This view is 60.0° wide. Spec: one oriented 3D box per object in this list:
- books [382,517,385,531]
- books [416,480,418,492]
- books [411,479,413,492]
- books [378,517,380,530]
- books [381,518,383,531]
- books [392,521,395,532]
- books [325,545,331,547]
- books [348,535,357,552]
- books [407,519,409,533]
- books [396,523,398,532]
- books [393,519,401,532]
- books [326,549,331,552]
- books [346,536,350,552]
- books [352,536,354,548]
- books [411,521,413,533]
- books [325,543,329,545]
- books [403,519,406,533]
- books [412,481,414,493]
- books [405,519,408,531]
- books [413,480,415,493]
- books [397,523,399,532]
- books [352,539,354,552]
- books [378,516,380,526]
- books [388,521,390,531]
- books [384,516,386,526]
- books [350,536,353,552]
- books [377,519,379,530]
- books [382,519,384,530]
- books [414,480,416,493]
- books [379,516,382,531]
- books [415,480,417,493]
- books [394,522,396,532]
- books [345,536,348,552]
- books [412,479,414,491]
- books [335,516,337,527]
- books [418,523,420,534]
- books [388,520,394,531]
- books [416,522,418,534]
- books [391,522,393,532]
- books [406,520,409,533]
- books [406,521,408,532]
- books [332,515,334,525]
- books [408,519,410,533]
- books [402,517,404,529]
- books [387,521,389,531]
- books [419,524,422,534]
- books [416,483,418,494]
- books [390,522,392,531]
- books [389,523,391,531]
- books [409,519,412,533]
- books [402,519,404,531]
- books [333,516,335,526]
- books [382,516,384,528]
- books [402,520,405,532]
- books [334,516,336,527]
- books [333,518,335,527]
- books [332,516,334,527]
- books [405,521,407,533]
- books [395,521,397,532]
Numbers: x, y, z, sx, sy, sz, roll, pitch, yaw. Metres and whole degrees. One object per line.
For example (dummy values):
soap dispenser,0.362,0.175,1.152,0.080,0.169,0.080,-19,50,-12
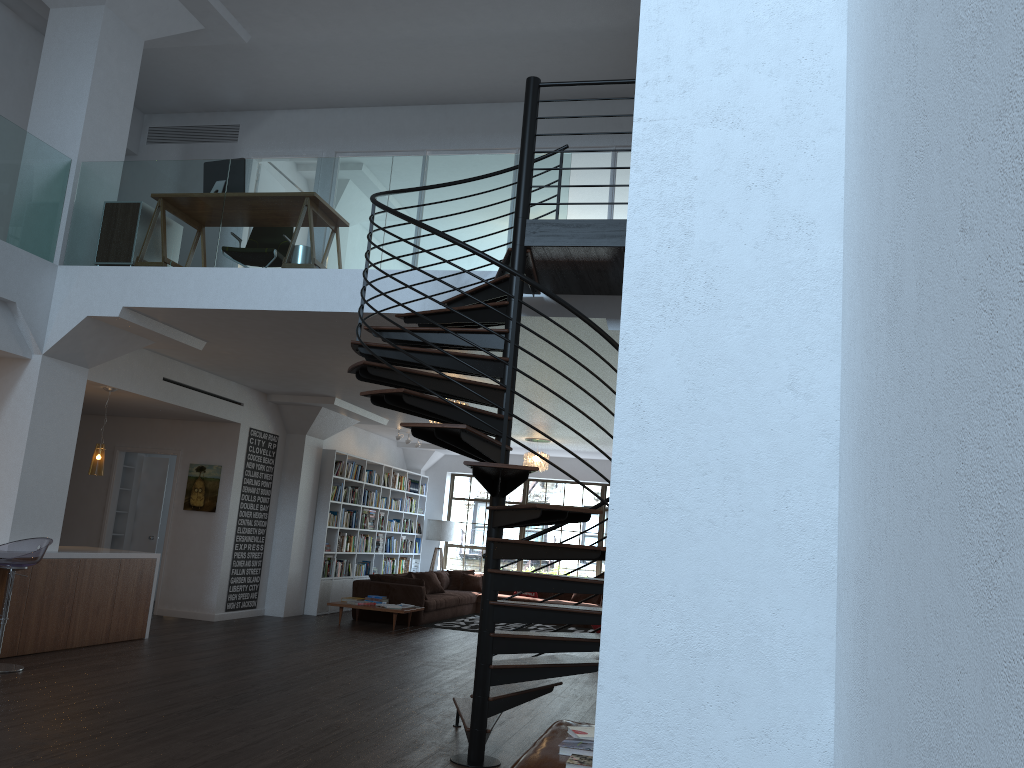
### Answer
books,-2.300,2.417,15.386,0.171,0.246,0.036,2,-10,13
books,-1.908,1.964,16.979,0.183,0.253,0.042,2,-10,13
books,-1.970,1.915,16.729,0.183,0.253,0.042,2,-10,13
books,-2.342,2.389,15.177,0.161,0.223,0.030,2,-10,13
books,-2.313,2.410,15.283,0.161,0.223,0.030,2,-10,13
books,-2.178,2.538,15.851,0.139,0.191,0.036,2,-10,13
books,-2.835,2.410,13.242,0.174,0.032,0.254,3,-10,8
books,-2.587,2.553,14.178,0.183,0.253,0.034,2,-10,13
books,-2.021,2.658,16.623,0.160,0.251,0.039,2,-10,13
books,-2.125,2.596,16.042,0.110,0.153,0.019,2,-10,13
books,-2.108,2.580,16.170,0.140,0.231,0.042,2,-10,13
books,-2.837,2.477,13.235,0.197,0.035,0.284,4,-10,3
books,-2.645,2.509,13.936,0.171,0.246,0.057,2,-10,13
books,-2.614,2.534,14.080,0.183,0.253,0.034,2,-10,13
books,-1.972,2.707,16.828,0.174,0.236,0.142,3,-10,13
books,-2.831,2.383,13.251,0.144,0.025,0.204,4,-10,3
books,-2.061,2.621,16.404,0.174,0.240,0.054,2,-10,13
books,-1.951,1.931,16.813,0.183,0.253,0.042,2,-10,13
books,-2.046,2.636,16.515,0.183,0.253,0.042,2,-10,13
books,-1.937,1.940,16.854,0.183,0.253,0.042,2,-10,13
books,-2.119,2.597,16.080,0.120,0.167,0.020,2,-10,13
books,-2.613,2.548,14.118,0.174,0.240,0.045,2,-10,13
books,-2.356,2.369,15.154,0.160,0.251,0.029,2,-10,13
books,-2.232,2.500,15.641,0.134,0.184,0.029,2,-10,13
books,-2.294,2.422,15.422,0.160,0.251,0.036,2,-10,13
books,-2.617,2.528,14.047,0.183,0.253,0.034,2,-10,13
books,-2.371,2.345,15.123,0.198,0.284,0.046,2,-10,13
books,-2.310,2.422,15.352,0.161,0.223,0.031,2,-10,13
books,-1.933,1.948,16.897,0.183,0.253,0.042,2,-10,13
books,-2.331,2.382,15.219,0.174,0.251,0.051,2,-10,13
books,-1.918,1.956,16.938,0.183,0.253,0.042,2,-10,13
books,-2.156,2.562,15.940,0.128,0.178,0.022,2,-10,13
books,-2.678,2.502,13.892,0.174,0.240,0.045,2,-10,13
books,-1.963,1.923,16.772,0.183,0.253,0.042,2,-10,13
books,-2.715,2.076,13.437,0.107,0.167,0.017,2,-10,13
books,-1.896,2.791,17.233,0.182,0.226,0.173,2,-10,13
books,-2.191,2.523,15.815,0.140,0.206,0.042,2,-10,13
books,-1.901,2.767,17.097,0.161,0.222,0.084,2,-10,13
books,-2.182,2.536,15.774,0.107,0.167,0.016,2,-10,13
books,-2.027,2.653,16.584,0.171,0.246,0.039,2,-10,13
books,-2.037,2.657,16.547,0.161,0.223,0.033,2,-10,13
books,-2.747,2.053,13.337,0.109,0.171,0.018,2,-10,13
books,-2.014,2.661,16.662,0.180,0.259,0.042,2,-10,13
books,-2.103,2.577,16.303,0.198,0.284,0.049,2,-10,13
books,-2.234,2.494,15.595,0.128,0.178,0.021,2,-10,13
books,-1.862,2.807,17.279,0.182,0.215,0.188,2,-10,13
books,-1.901,1.973,17.022,0.183,0.253,0.042,2,-10,13
books,-2.199,2.527,15.729,0.120,0.167,0.019,2,-10,13
books,-2.205,2.527,15.692,0.110,0.153,0.018,2,-10,13
books,-1.990,2.681,16.743,0.183,0.253,0.042,2,-10,13
books,-2.087,2.602,16.336,0.160,0.251,0.031,2,-10,13
books,-2.736,2.069,13.370,0.110,0.153,0.018,2,-10,13
books,-2.318,2.403,15.321,0.183,0.253,0.039,2,-10,13
books,-2.072,2.621,16.361,0.161,0.223,0.032,2,-10,13
books,-2.720,2.074,13.413,0.106,0.162,0.032,2,-10,13
books,-2.732,2.067,13.389,0.120,0.167,0.020,2,-10,13
books,-2.738,2.066,13.352,0.110,0.153,0.019,2,-10,13
books,-2.041,2.644,16.474,0.161,0.223,0.032,2,-10,13
books,-2.153,2.568,15.988,0.134,0.184,0.030,2,-10,13
